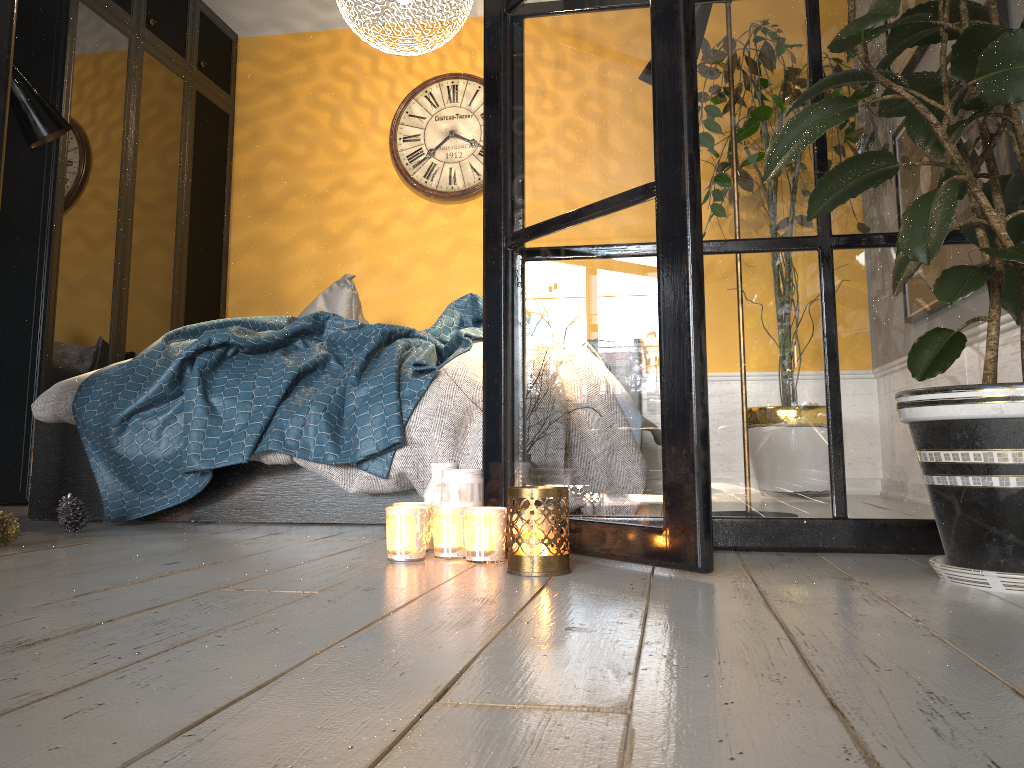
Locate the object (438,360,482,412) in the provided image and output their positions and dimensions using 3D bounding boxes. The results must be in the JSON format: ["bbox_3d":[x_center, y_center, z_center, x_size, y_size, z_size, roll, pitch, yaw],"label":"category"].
[{"bbox_3d":[0.059,0.107,2.124,0.277,0.527,0.435,6,-9,-39],"label":"object"}]

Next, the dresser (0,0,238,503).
[{"bbox_3d":[-2.019,-0.788,4.354,0.637,2.641,1.420,-2,-8,10],"label":"dresser"}]

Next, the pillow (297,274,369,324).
[{"bbox_3d":[-0.853,-0.197,4.038,0.782,0.604,0.495,-2,-7,16],"label":"pillow"}]

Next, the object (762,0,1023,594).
[{"bbox_3d":[-0.765,-0.573,1.656,3.894,1.812,1.002,-1,-7,10],"label":"object"}]

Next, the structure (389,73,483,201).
[{"bbox_3d":[-0.325,-1.366,4.859,0.726,0.731,0.070,-1,-8,10],"label":"structure"}]

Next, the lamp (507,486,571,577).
[{"bbox_3d":[0.045,0.246,1.494,0.107,0.142,0.107,3,-8,-26],"label":"lamp"}]

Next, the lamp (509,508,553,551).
[{"bbox_3d":[0.033,0.275,1.590,0.080,0.099,0.080,5,-9,-39],"label":"lamp"}]

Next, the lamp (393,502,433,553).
[{"bbox_3d":[-0.202,0.291,1.789,0.080,0.099,0.080,3,-8,-25],"label":"lamp"}]

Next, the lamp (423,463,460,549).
[{"bbox_3d":[-0.146,0.261,1.907,0.092,0.181,0.091,-5,-9,30],"label":"lamp"}]

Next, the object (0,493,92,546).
[{"bbox_3d":[-1.152,0.303,1.942,0.192,0.119,0.711,0,-5,-1],"label":"object"}]

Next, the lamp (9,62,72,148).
[{"bbox_3d":[-1.618,-0.356,2.721,0.231,1.540,0.401,-7,-11,40],"label":"lamp"}]

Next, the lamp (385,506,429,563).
[{"bbox_3d":[-0.197,0.280,1.657,0.080,0.099,0.080,5,-9,-39],"label":"lamp"}]

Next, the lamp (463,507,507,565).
[{"bbox_3d":[-0.049,0.278,1.626,0.080,0.099,0.080,5,-9,-39],"label":"lamp"}]

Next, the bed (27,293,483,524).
[{"bbox_3d":[-0.369,0.081,3.474,1.897,0.777,2.305,-1,-5,11],"label":"bed"}]

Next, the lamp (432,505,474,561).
[{"bbox_3d":[-0.112,0.283,1.686,0.080,0.099,0.080,5,-9,-39],"label":"lamp"}]

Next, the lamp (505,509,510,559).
[{"bbox_3d":[0.018,0.287,1.698,0.063,0.092,0.062,1,-7,-8],"label":"lamp"}]

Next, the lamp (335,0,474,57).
[{"bbox_3d":[-0.464,-1.974,3.852,0.614,1.106,0.613,6,-9,-39],"label":"lamp"}]

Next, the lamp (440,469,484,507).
[{"bbox_3d":[-0.101,0.258,1.797,0.089,0.168,0.092,3,-8,-23],"label":"lamp"}]
